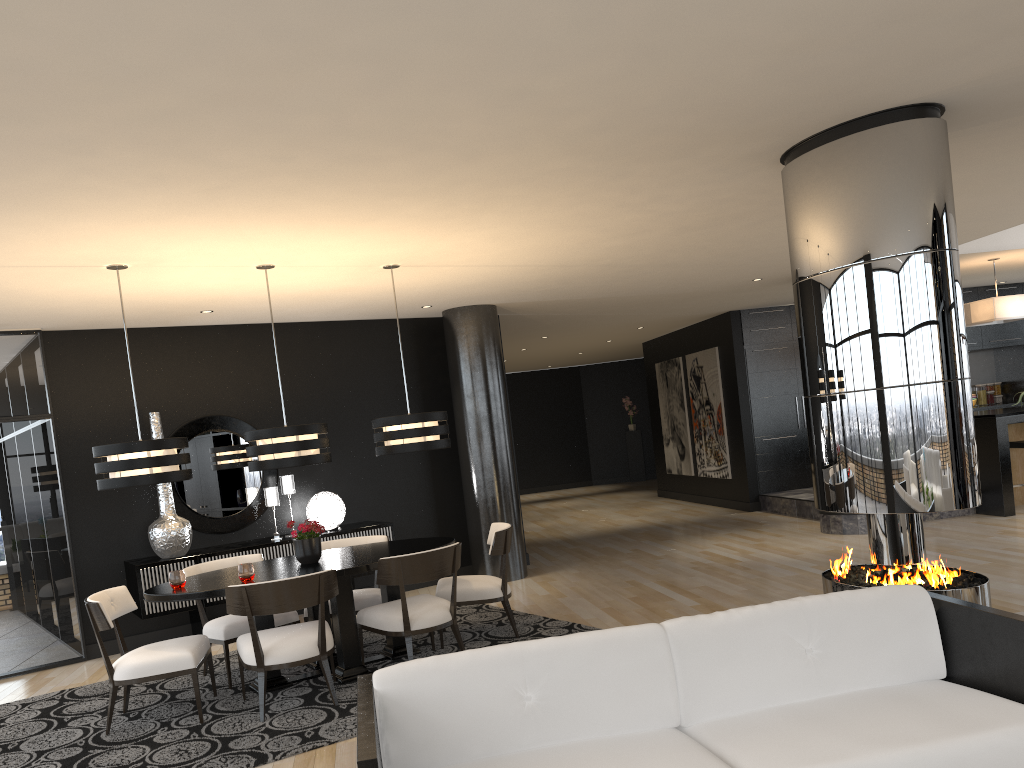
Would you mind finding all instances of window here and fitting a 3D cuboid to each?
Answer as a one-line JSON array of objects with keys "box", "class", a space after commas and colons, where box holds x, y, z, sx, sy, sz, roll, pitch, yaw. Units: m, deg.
[{"box": [3.594, -1.077, 4.865, 15.824, 4.793, 10.166, -6, -2, -23], "class": "window"}]

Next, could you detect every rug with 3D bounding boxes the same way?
[{"box": [-1.310, 1.955, 5.893, 3.703, 0.011, 2.731, -5, -3, -32], "class": "rug"}]

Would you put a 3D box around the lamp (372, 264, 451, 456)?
[{"box": [-0.777, -0.178, 6.263, 0.532, 1.332, 0.537, -8, 2, -33], "class": "lamp"}]

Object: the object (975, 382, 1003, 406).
[{"box": [7.144, 0.148, 13.212, 0.365, 0.316, 0.113, -7, 2, -9], "class": "object"}]

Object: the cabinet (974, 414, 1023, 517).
[{"box": [6.470, 0.739, 9.963, 3.108, 1.040, 1.181, -6, -1, -10], "class": "cabinet"}]

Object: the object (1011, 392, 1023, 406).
[{"box": [5.589, 0.145, 9.536, 0.407, 0.239, 0.396, -7, -1, 15], "class": "object"}]

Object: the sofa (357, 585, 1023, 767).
[{"box": [0.594, 1.172, 2.688, 2.028, 0.805, 0.839, -6, 0, -10], "class": "sofa"}]

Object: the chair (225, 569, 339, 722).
[{"box": [-1.348, 1.529, 5.276, 0.640, 0.808, 0.618, -7, 1, -22], "class": "chair"}]

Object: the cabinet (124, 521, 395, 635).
[{"box": [-2.152, 1.772, 7.843, 2.226, 0.768, 0.613, -5, 0, -32], "class": "cabinet"}]

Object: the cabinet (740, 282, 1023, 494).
[{"box": [5.963, -0.020, 12.749, 5.716, 2.533, 0.727, -6, 2, -10], "class": "cabinet"}]

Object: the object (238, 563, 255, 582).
[{"box": [-1.602, 1.137, 5.321, 0.095, 0.106, 0.095, -7, 0, -21], "class": "object"}]

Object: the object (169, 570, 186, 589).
[{"box": [-2.032, 1.189, 5.363, 0.095, 0.106, 0.095, -7, 0, 24], "class": "object"}]

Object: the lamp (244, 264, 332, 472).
[{"box": [-1.534, -0.114, 5.791, 0.532, 1.332, 0.537, -8, 2, -33], "class": "lamp"}]

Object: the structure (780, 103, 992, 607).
[{"box": [1.871, 0.138, 4.441, 0.584, 2.748, 0.893, -8, 2, -22], "class": "structure"}]

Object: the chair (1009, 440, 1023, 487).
[{"box": [5.531, 0.856, 9.336, 0.475, 0.966, 0.519, -7, 1, -10], "class": "chair"}]

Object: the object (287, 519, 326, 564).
[{"box": [-1.353, 1.040, 5.855, 0.236, 0.299, 0.229, -7, 1, -30], "class": "object"}]

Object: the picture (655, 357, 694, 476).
[{"box": [2.664, 0.547, 14.402, 0.077, 1.877, 1.155, -7, 1, -10], "class": "picture"}]

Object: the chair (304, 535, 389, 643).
[{"box": [-1.200, 1.577, 6.572, 0.642, 0.808, 0.615, -7, 1, -4], "class": "chair"}]

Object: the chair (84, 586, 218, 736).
[{"box": [-2.179, 1.627, 5.320, 0.615, 0.808, 0.643, -7, 0, -12], "class": "chair"}]

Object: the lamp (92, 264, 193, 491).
[{"box": [-2.291, -0.050, 5.318, 0.532, 1.332, 0.537, -8, 2, -33], "class": "lamp"}]

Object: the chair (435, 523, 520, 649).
[{"box": [-0.253, 1.462, 6.470, 0.616, 0.808, 0.642, -7, 0, -4], "class": "chair"}]

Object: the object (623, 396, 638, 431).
[{"box": [2.659, 0.652, 19.742, 0.340, 0.789, 0.227, -6, 2, 19], "class": "object"}]

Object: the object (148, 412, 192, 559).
[{"box": [-2.891, 0.838, 7.331, 0.342, 1.211, 0.344, -8, 2, -23], "class": "object"}]

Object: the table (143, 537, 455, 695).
[{"box": [-1.294, 1.571, 5.897, 2.095, 0.770, 1.214, -5, -2, -30], "class": "table"}]

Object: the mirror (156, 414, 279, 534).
[{"box": [-2.626, 0.809, 7.913, 1.070, 1.080, 0.025, -7, 2, -32], "class": "mirror"}]

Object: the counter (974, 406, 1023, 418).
[{"box": [6.409, 0.207, 9.939, 3.108, 0.032, 1.182, -6, -3, -10], "class": "counter"}]

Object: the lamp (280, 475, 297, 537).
[{"box": [-2.011, 1.102, 8.005, 0.132, 0.551, 0.124, -6, 2, 20], "class": "lamp"}]

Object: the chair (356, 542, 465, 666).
[{"box": [-0.639, 1.471, 5.760, 0.639, 0.808, 0.619, -7, 1, -39], "class": "chair"}]

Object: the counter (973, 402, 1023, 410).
[{"box": [6.011, 0.435, 12.793, 2.855, 0.034, 0.732, -6, -3, -10], "class": "counter"}]

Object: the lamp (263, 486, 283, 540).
[{"box": [-2.122, 1.150, 7.864, 0.124, 0.466, 0.132, -7, 2, -10], "class": "lamp"}]

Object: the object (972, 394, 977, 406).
[{"box": [6.788, 0.246, 13.128, 0.204, 0.206, 0.185, -7, 0, -9], "class": "object"}]

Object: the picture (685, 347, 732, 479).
[{"box": [2.905, 0.449, 13.017, 0.077, 1.877, 1.155, -7, 1, -10], "class": "picture"}]

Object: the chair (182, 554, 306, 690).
[{"box": [-1.892, 1.638, 6.183, 0.619, 0.808, 0.638, -6, 1, 43], "class": "chair"}]
